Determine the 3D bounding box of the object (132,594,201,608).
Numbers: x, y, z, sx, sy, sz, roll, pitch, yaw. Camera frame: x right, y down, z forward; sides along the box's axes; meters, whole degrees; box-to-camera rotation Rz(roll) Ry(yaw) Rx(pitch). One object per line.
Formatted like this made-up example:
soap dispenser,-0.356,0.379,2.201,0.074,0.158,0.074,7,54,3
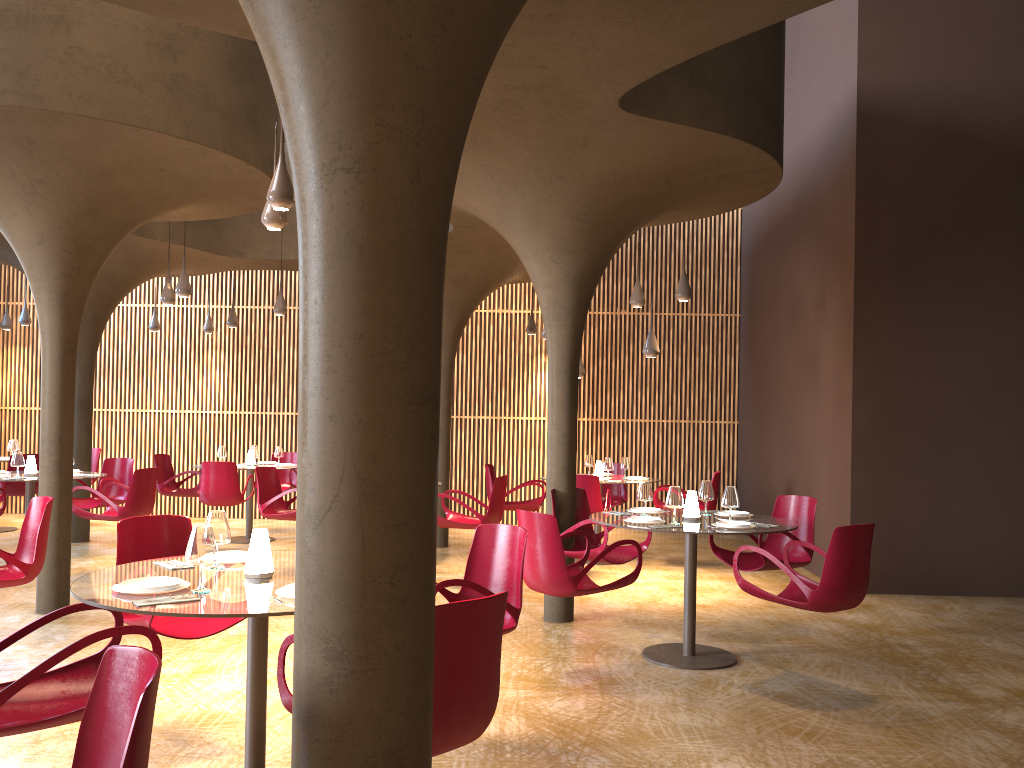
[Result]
object,-1.465,0.921,3.760,0.262,0.017,0.126,3,-3,-37

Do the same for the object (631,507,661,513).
object,1.169,1.104,7.740,0.263,0.029,0.263,0,-2,30

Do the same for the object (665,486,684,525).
object,1.272,0.949,6.933,0.142,0.295,0.142,1,-1,7

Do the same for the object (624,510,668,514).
object,1.172,1.115,7.743,0.411,0.012,0.204,3,-3,-35

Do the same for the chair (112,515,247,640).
chair,-2.009,1.146,5.310,0.625,0.636,0.872,2,-2,-43

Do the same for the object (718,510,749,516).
object,1.900,1.113,7.604,0.263,0.029,0.263,3,-3,-39

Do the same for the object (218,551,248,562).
object,-1.535,0.942,4.828,0.263,0.029,0.263,-1,-3,38

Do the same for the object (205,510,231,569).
object,-1.532,0.806,4.597,0.142,0.295,0.142,2,-1,-32

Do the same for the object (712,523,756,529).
object,1.702,1.089,6.807,0.332,0.014,0.332,2,-2,-16

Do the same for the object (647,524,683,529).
object,1.160,1.083,6.718,0.262,0.017,0.126,2,-2,-26

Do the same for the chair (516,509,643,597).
chair,0.447,1.242,6.594,0.873,0.636,0.625,2,-2,-36

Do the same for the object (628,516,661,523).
object,1.046,1.074,6.998,0.263,0.029,0.263,3,-3,-42

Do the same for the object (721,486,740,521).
object,1.734,0.962,7.040,0.142,0.295,0.142,1,-1,-14

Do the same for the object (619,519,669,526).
object,1.043,1.085,7.002,0.204,0.012,0.411,2,-2,-30

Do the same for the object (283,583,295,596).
object,-0.888,0.923,3.970,0.263,0.029,0.263,0,-2,23

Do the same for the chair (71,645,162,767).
chair,-1.332,1.043,2.173,0.873,0.636,0.625,2,-2,-35

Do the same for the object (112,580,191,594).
object,-1.631,0.920,4.013,0.332,0.014,0.332,1,-2,-1

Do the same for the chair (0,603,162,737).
chair,-1.988,1.085,3.670,0.873,0.636,0.625,2,-2,-38

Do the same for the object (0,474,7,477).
object,-5.916,1.053,10.127,0.263,0.029,0.263,1,-2,10

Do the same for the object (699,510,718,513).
object,1.767,1.138,7.875,0.262,0.017,0.126,2,-2,-30

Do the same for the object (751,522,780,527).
object,1.959,1.108,6.966,0.126,0.017,0.262,3,-3,-35

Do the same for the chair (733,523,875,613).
chair,2.103,1.263,6.266,0.625,0.636,0.872,2,-2,-36

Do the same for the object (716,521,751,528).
object,1.702,1.080,6.807,0.263,0.029,0.263,2,-2,-13

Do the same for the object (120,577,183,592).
object,-1.631,0.910,4.013,0.263,0.029,0.263,0,-3,37

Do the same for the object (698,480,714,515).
object,1.676,0.984,7.657,0.142,0.295,0.142,1,-1,15

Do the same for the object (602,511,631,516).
object,0.901,1.110,7.600,0.126,0.017,0.262,2,-2,-31

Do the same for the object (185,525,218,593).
object,-1.396,0.787,3.991,0.142,0.295,0.142,1,-1,-4

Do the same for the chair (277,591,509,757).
chair,-0.435,1.112,3.557,0.872,0.636,0.625,0,-2,42

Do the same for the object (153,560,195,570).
object,-1.770,0.947,4.638,0.126,0.017,0.262,3,-3,-42

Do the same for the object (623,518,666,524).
object,1.046,1.084,6.998,0.332,0.014,0.332,2,-2,-13

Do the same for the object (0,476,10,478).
object,-5.917,1.062,10.126,0.332,0.014,0.332,1,-2,-6

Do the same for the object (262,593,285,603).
object,-0.891,0.934,3.966,0.411,0.012,0.204,3,-3,-42

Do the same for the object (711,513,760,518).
object,1.903,1.124,7.600,0.204,0.012,0.411,3,-3,-34

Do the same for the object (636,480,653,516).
object,1.125,0.967,7.513,0.142,0.295,0.142,1,-1,35

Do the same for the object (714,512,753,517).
object,1.900,1.123,7.603,0.332,0.014,0.332,0,-2,19

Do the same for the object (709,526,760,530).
object,1.699,1.090,6.804,0.411,0.012,0.204,3,-3,-39

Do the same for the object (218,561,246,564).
object,-1.535,0.952,4.828,0.332,0.014,0.332,1,-2,9

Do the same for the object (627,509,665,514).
object,1.169,1.114,7.740,0.332,0.014,0.332,2,-2,-15

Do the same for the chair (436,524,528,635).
chair,-0.324,1.175,5.194,0.873,0.636,0.625,3,-2,-43

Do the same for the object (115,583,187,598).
object,-1.634,0.921,4.016,0.204,0.012,0.411,3,-3,-41

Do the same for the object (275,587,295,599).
object,-0.888,0.933,3.970,0.332,0.014,0.332,0,-2,26
